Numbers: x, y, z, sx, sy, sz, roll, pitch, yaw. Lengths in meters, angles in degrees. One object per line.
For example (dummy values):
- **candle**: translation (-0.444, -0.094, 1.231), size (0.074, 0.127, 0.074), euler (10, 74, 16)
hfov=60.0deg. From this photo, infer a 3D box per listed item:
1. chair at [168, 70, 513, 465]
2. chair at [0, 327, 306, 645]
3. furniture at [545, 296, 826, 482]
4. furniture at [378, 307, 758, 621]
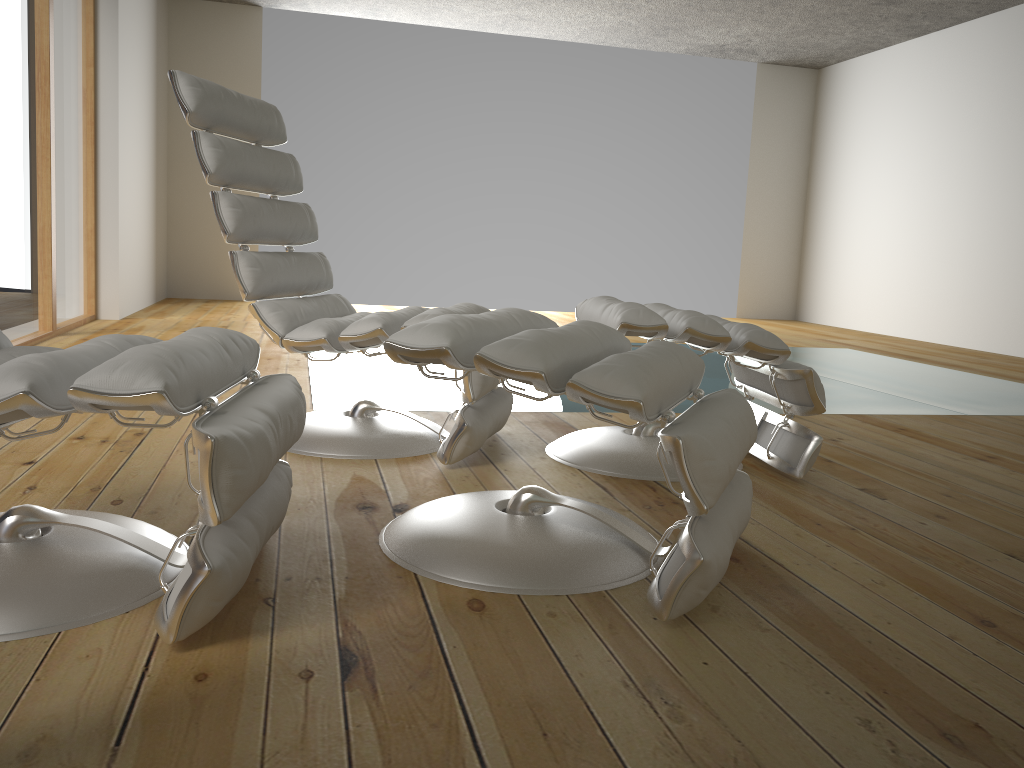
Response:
- **chair**: translation (-0.437, -0.328, 2.505), size (0.914, 0.965, 0.571), euler (5, 8, 11)
- **chair**: translation (-0.803, -0.176, 1.375), size (0.914, 0.965, 0.572), euler (2, 7, -4)
- **furniture**: translation (0.447, -0.012, 2.484), size (0.686, 0.438, 0.572), euler (2, 8, -7)
- **furniture**: translation (0.093, 0.093, 1.670), size (0.686, 0.438, 0.571), euler (6, 9, 21)
